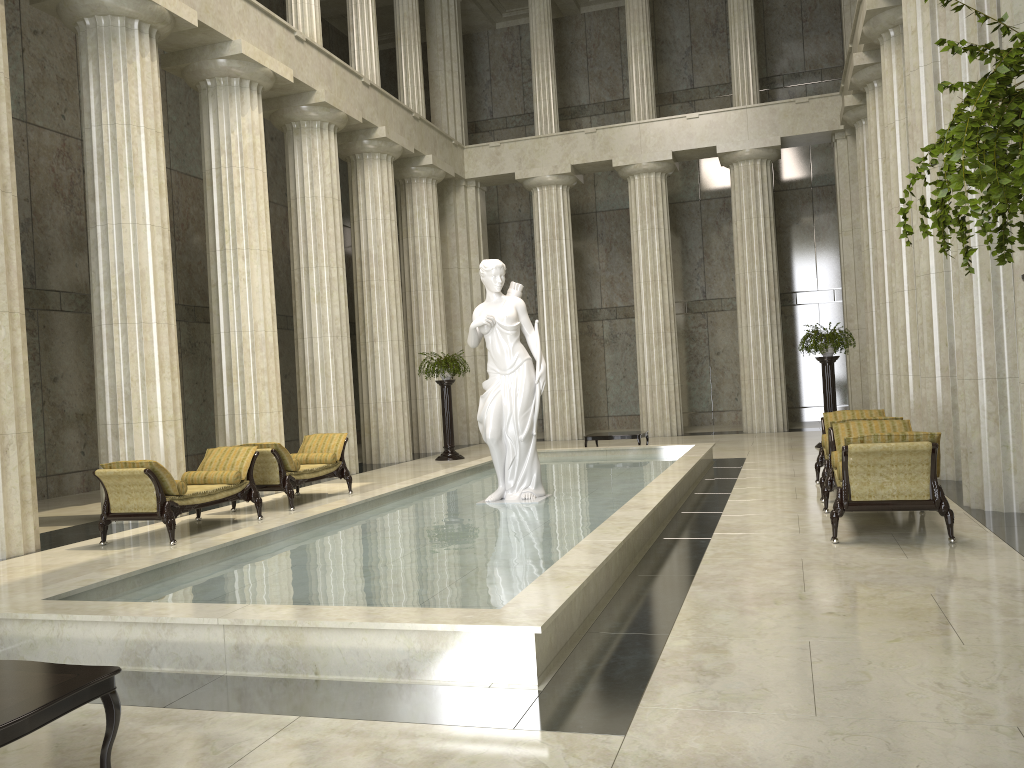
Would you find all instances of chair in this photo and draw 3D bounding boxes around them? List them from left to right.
[{"bbox_3d":[-3.935,1.300,10.659,0.993,0.950,2.172,-3,0,17],"label":"chair"},{"bbox_3d":[-3.209,1.262,13.017,0.993,0.950,2.172,-3,0,17],"label":"chair"},{"bbox_3d":[4.192,0.827,10.733,0.993,0.950,2.172,-3,0,17],"label":"chair"},{"bbox_3d":[3.466,0.866,8.374,0.993,0.950,2.172,-3,0,17],"label":"chair"}]

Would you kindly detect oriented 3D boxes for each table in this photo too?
[{"bbox_3d":[-2.210,1.418,3.201,1.134,0.494,1.123,-3,0,16],"label":"table"},{"bbox_3d":[2.016,1.191,16.933,1.134,0.494,1.123,-3,0,16],"label":"table"}]

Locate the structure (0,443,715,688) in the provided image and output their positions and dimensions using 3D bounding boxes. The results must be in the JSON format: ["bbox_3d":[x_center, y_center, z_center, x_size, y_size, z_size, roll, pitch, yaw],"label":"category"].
[{"bbox_3d":[0.070,1.474,10.492,3.754,0.508,11.573,-3,0,17],"label":"structure"}]

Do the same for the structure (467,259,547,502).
[{"bbox_3d":[-0.047,0.025,10.476,0.940,3.044,0.729,-3,0,12],"label":"structure"}]

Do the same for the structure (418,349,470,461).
[{"bbox_3d":[-1.413,0.446,19.276,1.159,2.386,1.053,-3,0,12],"label":"structure"}]

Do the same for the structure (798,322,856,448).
[{"bbox_3d":[6.060,0.008,16.962,1.053,2.386,1.159,-3,0,22],"label":"structure"}]

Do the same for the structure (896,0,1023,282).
[{"bbox_3d":[1.483,0.253,2.017,1.053,2.386,1.159,-3,0,-43],"label":"structure"}]
